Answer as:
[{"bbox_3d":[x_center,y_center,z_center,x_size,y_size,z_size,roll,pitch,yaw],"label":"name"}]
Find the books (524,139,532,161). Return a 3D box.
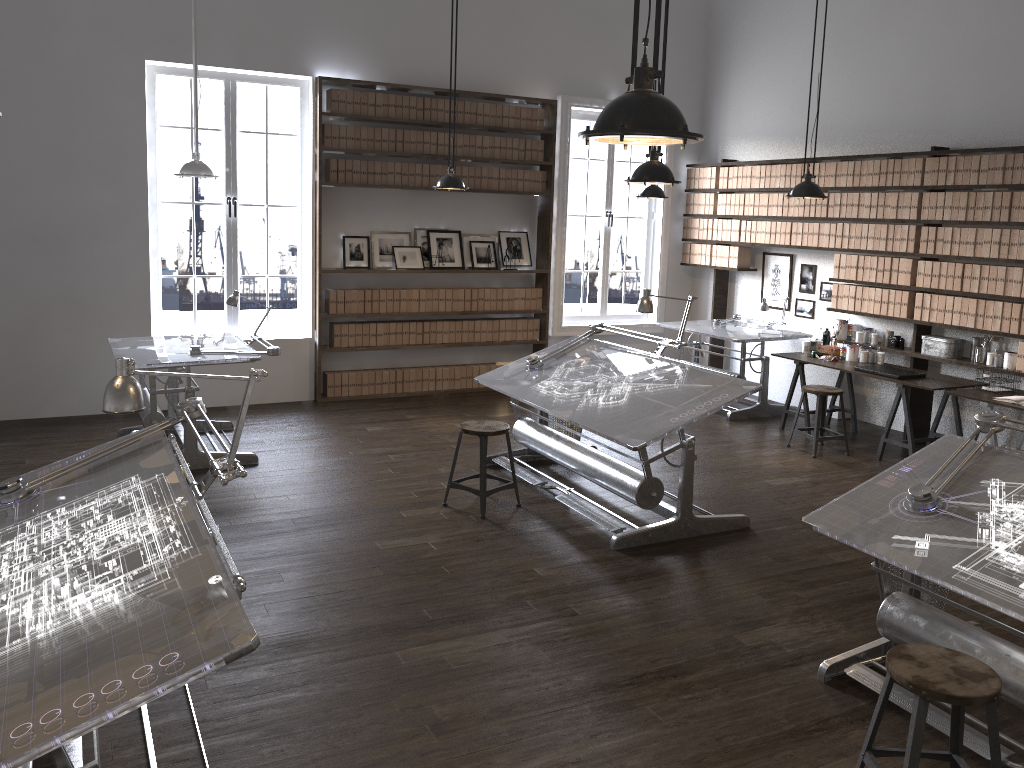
[{"bbox_3d":[0.130,-2.418,9.177,0.067,0.224,0.176,-2,10,-27],"label":"books"}]

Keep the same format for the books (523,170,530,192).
[{"bbox_3d":[0.115,-2.111,9.216,0.067,0.224,0.176,-2,10,-27],"label":"books"}]

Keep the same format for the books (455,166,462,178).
[{"bbox_3d":[-0.570,-2.069,8.878,0.067,0.224,0.176,-2,10,-27],"label":"books"}]

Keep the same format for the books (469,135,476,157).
[{"bbox_3d":[-0.432,-2.383,8.898,0.067,0.224,0.176,-2,10,-27],"label":"books"}]

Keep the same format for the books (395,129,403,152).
[{"bbox_3d":[-1.112,-2.340,8.550,0.067,0.224,0.176,-2,10,-27],"label":"books"}]

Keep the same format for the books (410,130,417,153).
[{"bbox_3d":[-0.988,-2.348,8.615,0.067,0.224,0.176,-2,10,-27],"label":"books"}]

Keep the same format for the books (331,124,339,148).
[{"bbox_3d":[-1.673,-2.305,8.271,0.067,0.224,0.176,-2,10,-27],"label":"books"}]

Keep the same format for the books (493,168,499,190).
[{"bbox_3d":[-0.203,-2.092,9.059,0.067,0.224,0.176,-2,10,-27],"label":"books"}]

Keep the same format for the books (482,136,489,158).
[{"bbox_3d":[-0.304,-2.391,8.960,0.067,0.224,0.176,-2,10,-27],"label":"books"}]

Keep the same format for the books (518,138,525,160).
[{"bbox_3d":[0.060,-2.415,9.148,0.067,0.224,0.176,-2,10,-27],"label":"books"}]

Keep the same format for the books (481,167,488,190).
[{"bbox_3d":[-0.318,-2.084,8.998,0.067,0.224,0.176,-2,10,-27],"label":"books"}]

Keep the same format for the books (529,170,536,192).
[{"bbox_3d":[0.174,-2.115,9.246,0.067,0.224,0.176,-2,10,-27],"label":"books"}]

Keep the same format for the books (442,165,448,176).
[{"bbox_3d":[-0.703,-2.061,8.810,0.067,0.224,0.176,-2,10,-27],"label":"books"}]

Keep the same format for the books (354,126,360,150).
[{"bbox_3d":[-1.490,-2.316,8.363,0.067,0.224,0.176,-2,10,-27],"label":"books"}]

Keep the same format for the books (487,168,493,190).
[{"bbox_3d":[-0.260,-2.089,9.032,0.067,0.224,0.176,-2,10,-27],"label":"books"}]

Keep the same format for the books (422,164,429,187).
[{"bbox_3d":[-0.880,-2.048,8.714,0.067,0.224,0.176,-2,10,-27],"label":"books"}]

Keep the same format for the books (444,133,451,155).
[{"bbox_3d":[-0.671,-2.368,8.775,0.067,0.224,0.176,-2,10,-27],"label":"books"}]

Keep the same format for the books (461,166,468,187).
[{"bbox_3d":[-0.505,-2.072,8.905,0.067,0.224,0.175,-2,10,-27],"label":"books"}]

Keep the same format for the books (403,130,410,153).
[{"bbox_3d":[-1.048,-2.345,8.588,0.067,0.224,0.176,-2,10,-27],"label":"books"}]

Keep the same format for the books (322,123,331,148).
[{"bbox_3d":[-1.737,-2.301,8.241,0.067,0.224,0.175,-2,10,-27],"label":"books"}]

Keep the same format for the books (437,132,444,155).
[{"bbox_3d":[-0.735,-2.363,8.740,0.067,0.224,0.176,-2,10,-27],"label":"books"}]

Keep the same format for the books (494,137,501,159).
[{"bbox_3d":[-0.187,-2.398,9.016,0.067,0.224,0.176,-2,10,-27],"label":"books"}]

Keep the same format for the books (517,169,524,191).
[{"bbox_3d":[0.049,-2.108,9.186,0.067,0.224,0.175,-2,10,-27],"label":"books"}]

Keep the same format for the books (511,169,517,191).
[{"bbox_3d":[-0.015,-2.104,9.158,0.067,0.224,0.175,-2,10,-27],"label":"books"}]

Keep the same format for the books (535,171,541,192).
[{"bbox_3d":[0.228,-2.119,9.278,0.067,0.224,0.176,-2,10,-27],"label":"books"}]

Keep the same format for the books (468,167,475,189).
[{"bbox_3d":[-0.444,-2.077,8.941,0.067,0.224,0.175,-2,10,-27],"label":"books"}]

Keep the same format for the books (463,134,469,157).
[{"bbox_3d":[-0.495,-2.380,8.868,0.067,0.224,0.175,-2,10,-27],"label":"books"}]

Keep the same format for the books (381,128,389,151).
[{"bbox_3d":[-1.242,-2.331,8.485,0.067,0.224,0.175,-2,10,-27],"label":"books"}]

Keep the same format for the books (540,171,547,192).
[{"bbox_3d":[0.291,-2.123,9.311,0.067,0.224,0.176,-2,10,-27],"label":"books"}]

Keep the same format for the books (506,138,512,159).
[{"bbox_3d":[-0.066,-2.407,9.083,0.067,0.224,0.175,-2,10,-27],"label":"books"}]

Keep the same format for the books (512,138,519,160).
[{"bbox_3d":[-0.001,-2.410,9.112,0.067,0.224,0.175,-2,10,-27],"label":"books"}]

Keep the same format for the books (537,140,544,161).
[{"bbox_3d":[0.262,-2.427,9.247,0.067,0.224,0.176,-2,10,-27],"label":"books"}]

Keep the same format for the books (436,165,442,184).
[{"bbox_3d":[-0.761,-2.057,8.779,0.067,0.224,0.176,-2,10,-27],"label":"books"}]

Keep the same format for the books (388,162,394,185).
[{"bbox_3d":[-1.198,-2.029,8.557,0.067,0.224,0.176,-2,10,-27],"label":"books"}]

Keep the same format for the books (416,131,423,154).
[{"bbox_3d":[-0.930,-2.351,8.640,0.067,0.224,0.176,-2,10,-27],"label":"books"}]

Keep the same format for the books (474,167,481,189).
[{"bbox_3d":[-0.380,-2.081,8.973,0.067,0.224,0.176,-2,10,-27],"label":"books"}]

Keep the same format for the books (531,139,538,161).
[{"bbox_3d":[0.193,-2.423,9.215,0.067,0.224,0.176,-2,10,-27],"label":"books"}]

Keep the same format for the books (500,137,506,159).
[{"bbox_3d":[-0.129,-2.403,9.051,0.067,0.224,0.176,-2,10,-27],"label":"books"}]

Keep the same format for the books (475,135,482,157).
[{"bbox_3d":[-0.368,-2.387,8.926,0.067,0.224,0.176,-2,10,-27],"label":"books"}]

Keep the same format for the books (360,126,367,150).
[{"bbox_3d":[-1.428,-2.319,8.389,0.067,0.224,0.176,-2,10,-27],"label":"books"}]

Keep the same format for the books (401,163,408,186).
[{"bbox_3d":[-1.071,-2.037,8.623,0.067,0.224,0.176,-2,10,-27],"label":"books"}]

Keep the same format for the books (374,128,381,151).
[{"bbox_3d":[-1.307,-2.328,8.456,0.067,0.224,0.175,-2,10,-27],"label":"books"}]

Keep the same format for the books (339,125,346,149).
[{"bbox_3d":[-1.609,-2.308,8.299,0.067,0.224,0.176,-2,10,-27],"label":"books"}]

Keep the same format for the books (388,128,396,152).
[{"bbox_3d":[-1.181,-2.336,8.521,0.067,0.224,0.176,-2,10,-27],"label":"books"}]

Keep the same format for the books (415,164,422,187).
[{"bbox_3d":[-0.946,-2.045,8.684,0.067,0.224,0.175,-2,10,-27],"label":"books"}]

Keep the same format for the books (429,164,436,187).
[{"bbox_3d":[-0.815,-2.052,8.746,0.067,0.224,0.176,-2,10,-27],"label":"books"}]

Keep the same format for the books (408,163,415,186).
[{"bbox_3d":[-1.010,-2.041,8.656,0.067,0.224,0.175,-2,10,-27],"label":"books"}]

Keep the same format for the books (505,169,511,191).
[{"bbox_3d":[-0.077,-2.100,9.125,0.067,0.224,0.176,-2,10,-27],"label":"books"}]

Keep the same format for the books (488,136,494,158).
[{"bbox_3d":[-0.248,-2.395,8.990,0.067,0.224,0.176,-2,10,-27],"label":"books"}]

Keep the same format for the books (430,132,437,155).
[{"bbox_3d":[-0.802,-2.360,8.708,0.067,0.224,0.175,-2,10,-27],"label":"books"}]

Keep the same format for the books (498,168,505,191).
[{"bbox_3d":[-0.138,-2.096,9.090,0.067,0.224,0.176,-2,10,-27],"label":"books"}]

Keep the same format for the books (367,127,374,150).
[{"bbox_3d":[-1.371,-2.324,8.424,0.067,0.224,0.176,-2,10,-27],"label":"books"}]

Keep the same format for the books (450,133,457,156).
[{"bbox_3d":[-0.616,-2.372,8.804,0.067,0.224,0.176,-2,10,-27],"label":"books"}]

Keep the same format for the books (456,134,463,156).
[{"bbox_3d":[-0.554,-2.375,8.830,0.067,0.224,0.176,-2,10,-27],"label":"books"}]

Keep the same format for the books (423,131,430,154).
[{"bbox_3d":[-0.866,-2.355,8.673,0.067,0.224,0.176,-2,10,-27],"label":"books"}]

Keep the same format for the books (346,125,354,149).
[{"bbox_3d":[-1.545,-2.312,8.333,0.067,0.224,0.176,-2,10,-27],"label":"books"}]

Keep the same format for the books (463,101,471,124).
[{"bbox_3d":[-0.477,-2.693,8.825,0.067,0.224,0.176,-2,10,-27],"label":"books"}]
